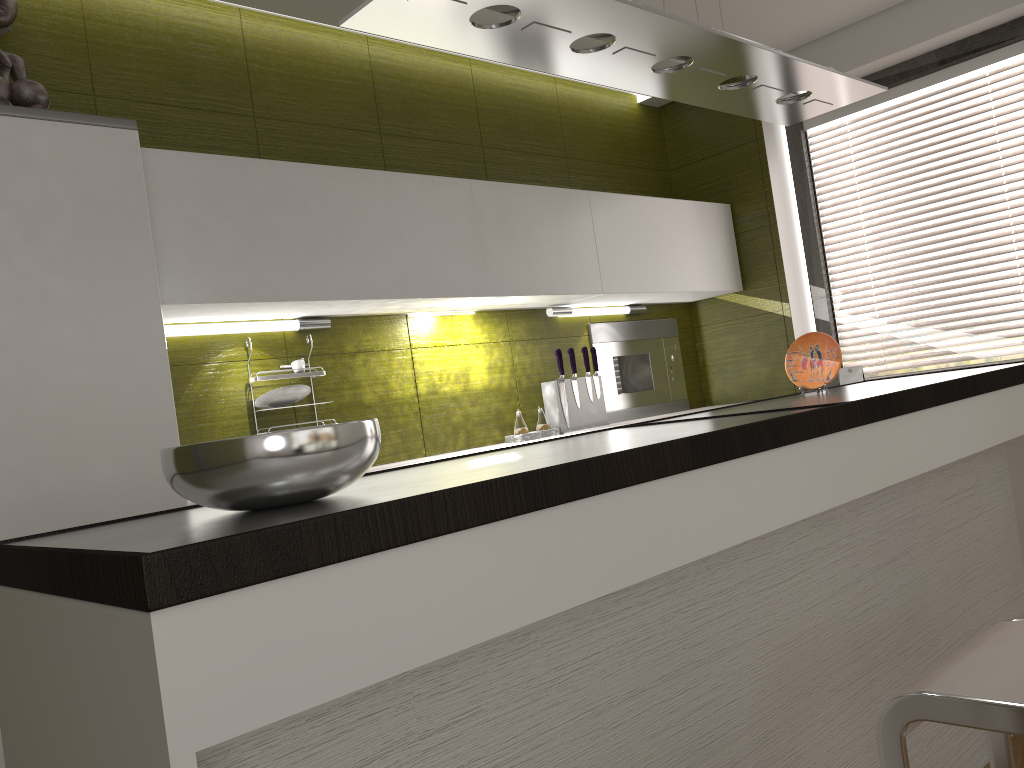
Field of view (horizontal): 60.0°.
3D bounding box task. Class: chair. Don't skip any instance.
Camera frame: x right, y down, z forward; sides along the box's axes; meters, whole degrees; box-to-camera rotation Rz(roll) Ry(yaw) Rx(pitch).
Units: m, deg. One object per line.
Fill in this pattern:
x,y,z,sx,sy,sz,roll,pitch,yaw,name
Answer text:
0.858,0.712,1.281,0.418,0.857,0.460,-7,-2,-43,chair

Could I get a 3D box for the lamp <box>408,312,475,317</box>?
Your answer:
-0.271,-0.273,3.474,0.334,0.008,0.008,-7,-2,-43,lamp

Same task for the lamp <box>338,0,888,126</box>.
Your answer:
0.338,-1.105,2.150,1.677,0.683,0.326,-7,-2,-43,lamp

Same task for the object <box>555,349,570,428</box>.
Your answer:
0.209,0.022,3.671,0.046,0.339,0.013,-7,-2,-43,object

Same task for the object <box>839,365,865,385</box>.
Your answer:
1.553,0.006,4.039,0.106,0.169,0.057,-10,-2,41,object

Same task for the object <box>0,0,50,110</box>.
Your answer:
-1.352,-0.864,2.325,0.304,0.488,0.195,-10,-2,44,object

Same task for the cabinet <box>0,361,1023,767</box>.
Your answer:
0.572,0.635,2.069,2.947,1.134,0.663,-7,-2,-43,cabinet

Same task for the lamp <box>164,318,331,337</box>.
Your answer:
-0.901,-0.180,2.852,0.715,0.041,0.041,-7,-2,-43,lamp

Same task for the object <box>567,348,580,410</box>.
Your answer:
0.261,-0.022,3.726,0.042,0.264,0.013,-7,-2,-43,object

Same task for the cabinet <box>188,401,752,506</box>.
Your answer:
0.162,0.755,3.401,2.940,1.086,0.465,-7,-2,-43,cabinet

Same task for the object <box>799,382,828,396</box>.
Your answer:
0.942,-0.035,2.755,0.088,0.131,0.072,-10,-2,42,object

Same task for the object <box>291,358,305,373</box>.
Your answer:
-0.716,-0.057,2.967,0.046,0.053,0.051,-8,-2,-12,object

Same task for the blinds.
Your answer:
1.669,-3.108,8.092,16.000,12.704,9.030,-8,-2,-4,blinds

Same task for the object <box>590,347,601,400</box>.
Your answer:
0.360,-0.045,3.822,0.040,0.231,0.013,-7,-2,-43,object

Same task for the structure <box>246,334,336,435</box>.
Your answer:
-0.732,0.006,2.927,0.266,0.346,0.110,-7,-2,-43,structure

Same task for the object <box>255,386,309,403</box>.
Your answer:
-0.741,0.042,2.868,0.181,0.052,0.173,-7,-2,-43,object

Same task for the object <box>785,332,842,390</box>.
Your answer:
0.936,-0.073,2.757,0.184,0.178,0.055,-10,-2,43,object

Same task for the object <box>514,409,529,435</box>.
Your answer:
0.032,0.160,3.529,0.059,0.121,0.059,-8,-2,3,object

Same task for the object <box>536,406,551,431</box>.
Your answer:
0.124,0.150,3.632,0.059,0.121,0.059,-9,-2,14,object

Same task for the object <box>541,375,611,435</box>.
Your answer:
0.269,0.090,3.772,0.293,0.227,0.107,-7,-2,-43,object

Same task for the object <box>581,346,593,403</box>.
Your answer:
0.324,-0.040,3.787,0.036,0.243,0.013,-7,-2,-43,object

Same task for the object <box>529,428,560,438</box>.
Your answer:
0.132,0.204,3.631,0.107,0.032,0.107,-7,-2,-32,object

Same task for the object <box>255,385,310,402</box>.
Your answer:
-0.742,0.039,2.869,0.181,0.052,0.173,-7,-2,-43,object

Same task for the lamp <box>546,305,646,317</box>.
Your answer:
0.399,-0.335,4.050,0.716,0.041,0.095,-7,-2,-44,lamp

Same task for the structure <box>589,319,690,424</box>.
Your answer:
0.627,-0.071,4.267,0.663,0.469,0.015,-7,-2,-43,structure

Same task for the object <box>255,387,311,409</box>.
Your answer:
-0.739,0.045,2.867,0.181,0.052,0.173,-7,-2,-43,object

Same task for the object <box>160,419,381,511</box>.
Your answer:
-0.345,0.125,1.305,0.311,0.105,0.311,-7,-2,-30,object

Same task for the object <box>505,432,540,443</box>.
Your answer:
0.040,0.214,3.527,0.107,0.032,0.107,-7,-2,-43,object

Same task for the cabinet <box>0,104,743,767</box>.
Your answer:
-0.185,0.296,3.321,3.471,2.089,0.724,-7,-2,-43,cabinet
